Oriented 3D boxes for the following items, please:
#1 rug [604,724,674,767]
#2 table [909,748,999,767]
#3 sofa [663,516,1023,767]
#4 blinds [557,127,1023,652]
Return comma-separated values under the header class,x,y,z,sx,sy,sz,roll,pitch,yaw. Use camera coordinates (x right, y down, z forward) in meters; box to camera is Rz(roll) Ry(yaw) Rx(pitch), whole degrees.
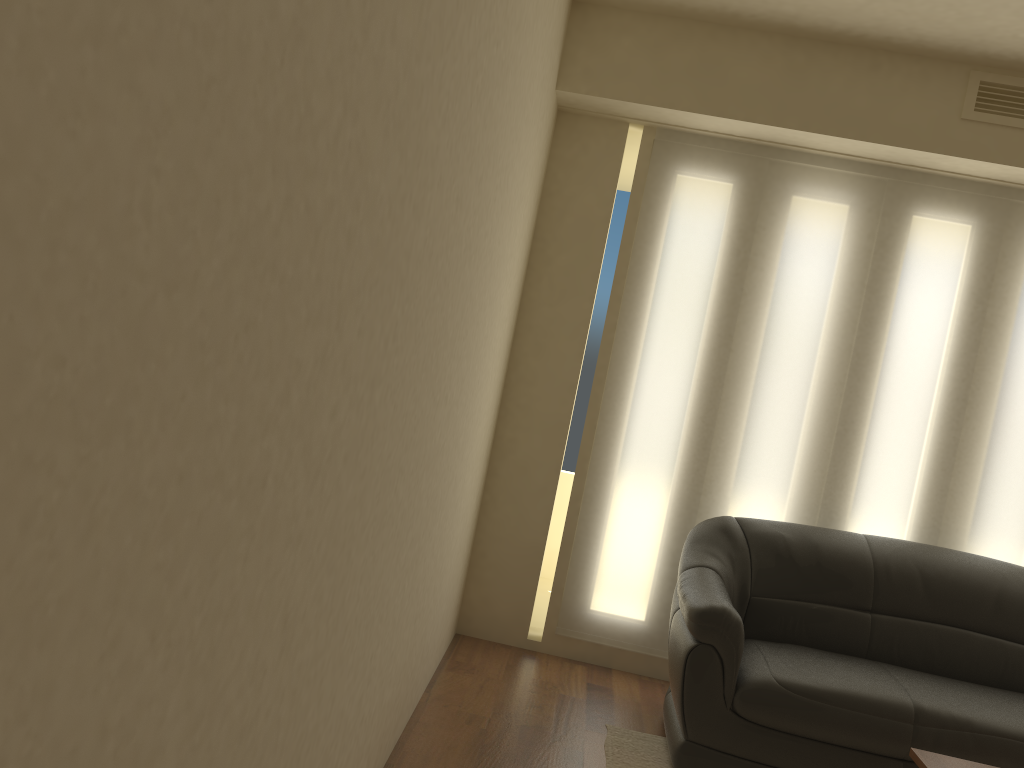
class,x,y,z,sx,sy,sz,roll,pitch,yaw
rug,2.009,1.742,2.211,3.592,0.011,2.482,11,2,5
table,1.678,1.438,2.063,1.213,0.482,1.045,11,2,5
sofa,1.800,1.181,3.558,2.337,0.918,0.944,11,2,5
blinds,1.837,0.251,4.129,2.830,2.453,0.002,11,2,5
